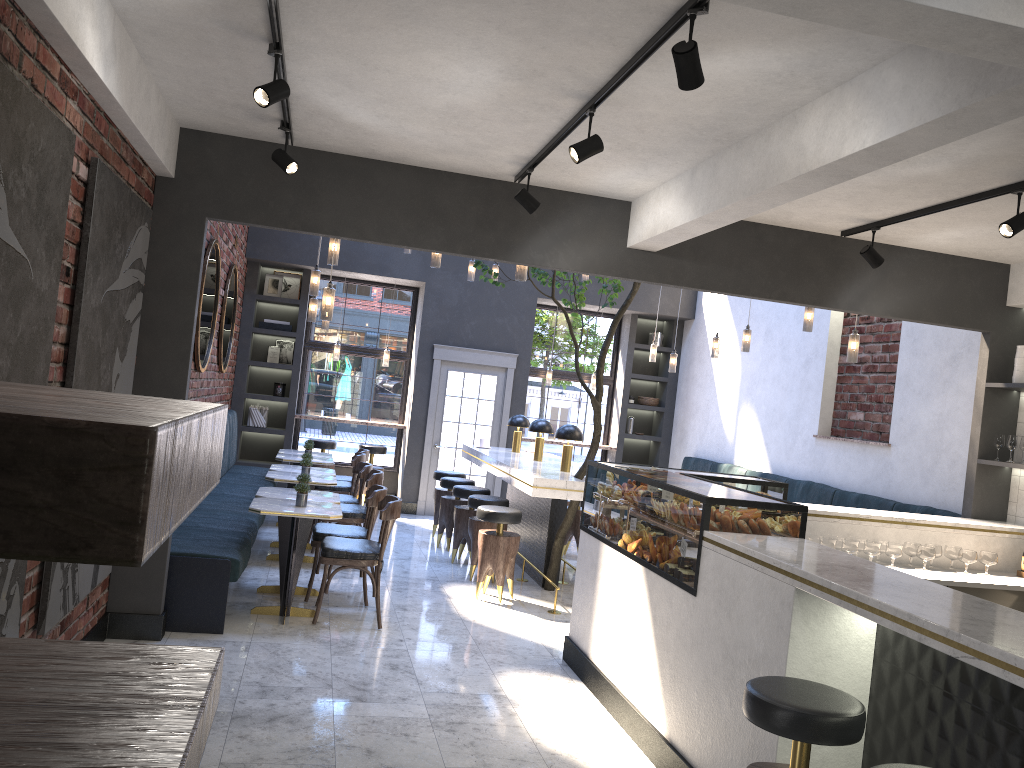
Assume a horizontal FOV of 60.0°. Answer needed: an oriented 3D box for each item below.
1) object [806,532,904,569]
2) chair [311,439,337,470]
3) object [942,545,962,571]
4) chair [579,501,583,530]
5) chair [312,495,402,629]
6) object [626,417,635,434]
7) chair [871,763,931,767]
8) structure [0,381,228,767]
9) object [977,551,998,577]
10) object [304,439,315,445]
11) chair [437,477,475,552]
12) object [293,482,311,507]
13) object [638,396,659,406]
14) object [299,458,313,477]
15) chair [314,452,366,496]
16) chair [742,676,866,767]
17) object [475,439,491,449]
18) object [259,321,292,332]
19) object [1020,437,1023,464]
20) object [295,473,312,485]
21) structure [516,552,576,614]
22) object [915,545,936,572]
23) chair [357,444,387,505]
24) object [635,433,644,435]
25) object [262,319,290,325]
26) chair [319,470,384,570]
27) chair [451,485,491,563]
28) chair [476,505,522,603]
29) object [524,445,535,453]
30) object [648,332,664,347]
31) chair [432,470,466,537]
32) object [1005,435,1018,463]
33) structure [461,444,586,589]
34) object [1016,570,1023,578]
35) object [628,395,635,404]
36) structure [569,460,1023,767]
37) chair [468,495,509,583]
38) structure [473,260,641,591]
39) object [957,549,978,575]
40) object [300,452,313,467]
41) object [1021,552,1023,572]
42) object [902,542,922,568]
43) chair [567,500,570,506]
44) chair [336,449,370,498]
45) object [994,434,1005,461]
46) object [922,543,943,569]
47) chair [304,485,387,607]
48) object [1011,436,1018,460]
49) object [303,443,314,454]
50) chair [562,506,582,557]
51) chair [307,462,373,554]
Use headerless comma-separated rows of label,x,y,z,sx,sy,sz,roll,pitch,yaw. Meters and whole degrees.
object,2.138,1.043,5.549,0.575,0.147,0.255,7,-1,-12
chair,-2.498,1.138,11.494,0.371,0.821,0.371,6,-1,40
object,2.853,1.126,5.743,0.114,0.147,0.114,6,-1,-8
chair,0.822,1.513,8.873,0.371,0.737,0.371,6,0,31
chair,-1.071,1.200,6.159,0.521,0.851,0.538,6,0,-11
object,1.682,0.587,12.589,0.098,0.248,0.098,6,0,27
chair,0.990,1.388,2.129,0.370,0.821,0.372,6,0,-3
structure,-0.626,-0.021,0.289,1.000,2.845,3.030,6,-1,-12
object,3.027,1.144,5.647,0.114,0.147,0.114,6,-1,-8
object,-2.318,0.712,10.124,0.118,0.165,0.122,7,-1,-35
chair,-0.603,1.359,9.270,0.371,0.737,0.371,7,0,-22
object,-1.430,0.750,6.038,0.118,0.165,0.122,7,-1,-35
object,1.954,0.251,12.713,0.304,0.123,0.305,6,-1,9
object,-1.816,0.734,7.818,0.118,0.165,0.122,7,-1,-35
chair,-1.892,1.160,9.623,0.521,0.851,0.538,6,0,-11
chair,0.881,1.386,2.807,0.370,0.821,0.372,6,-1,40
object,-0.321,0.666,9.939,0.176,0.098,0.204,6,-1,-7
object,-3.082,-0.742,11.566,0.412,0.084,0.286,7,-1,-12
object,3.585,0.464,6.199,0.070,0.188,0.070,7,0,-21
object,-1.553,0.745,6.606,0.118,0.165,0.122,7,-1,-35
structure,0.172,1.702,8.678,0.496,0.210,3.498,7,-1,-12
object,2.588,1.094,5.550,0.114,0.147,0.114,6,-1,-8
chair,-1.866,1.211,11.609,0.370,0.821,0.372,6,-1,40
object,1.807,0.712,12.591,0.130,0.026,0.130,7,-1,-29
object,-3.082,-0.803,11.576,0.327,0.039,0.227,7,-1,-22
chair,-1.449,1.184,7.898,0.521,0.851,0.538,6,0,-11
chair,-0.426,1.369,8.599,0.371,0.737,0.371,6,0,31
chair,-0.138,1.381,7.226,0.371,0.737,0.371,6,0,31
object,0.259,0.734,10.099,0.176,0.097,0.301,7,-1,-21
object,2.071,-0.637,12.736,0.214,0.215,0.213,6,-1,-3
chair,-0.734,1.355,9.968,0.371,0.737,0.371,6,0,31
object,3.479,0.452,6.176,0.070,0.188,0.070,7,0,-21
structure,0.219,1.285,8.681,0.990,1.050,3.489,7,-1,-12
object,3.490,1.261,5.749,0.307,0.038,0.231,7,-1,-12
object,1.690,0.223,12.631,0.117,0.119,0.117,7,-1,-36
structure,2.588,1.343,3.249,3.206,1.300,5.804,7,-1,-12
chair,-0.245,1.379,7.923,0.371,0.737,0.371,6,0,15
structure,0.728,-1.153,7.748,3.742,5.988,2.808,6,-1,31
object,2.881,1.127,5.615,0.114,0.147,0.114,6,-1,-8
object,-1.940,0.729,8.386,0.118,0.165,0.122,7,-1,-35
object,3.379,1.127,5.799,0.069,0.279,0.070,6,0,40
object,2.560,1.092,5.679,0.114,0.147,0.114,6,-1,-8
chair,0.501,1.497,10.231,0.370,0.737,0.372,6,0,13
chair,-1.949,1.163,10.204,0.521,0.851,0.497,7,0,-13
object,3.454,0.450,6.291,0.070,0.188,0.070,7,0,-21
object,2.706,1.109,5.711,0.114,0.147,0.114,6,-1,-8
chair,-1.253,1.188,6.711,0.521,0.851,0.538,6,0,-11
object,3.560,0.463,6.315,0.070,0.188,0.070,7,0,-21
object,-2.194,0.718,9.556,0.118,0.165,0.122,7,-1,-35
chair,0.673,1.507,9.559,0.371,0.737,0.371,6,0,31
chair,-1.645,1.171,8.501,0.521,0.851,0.538,7,0,-19
